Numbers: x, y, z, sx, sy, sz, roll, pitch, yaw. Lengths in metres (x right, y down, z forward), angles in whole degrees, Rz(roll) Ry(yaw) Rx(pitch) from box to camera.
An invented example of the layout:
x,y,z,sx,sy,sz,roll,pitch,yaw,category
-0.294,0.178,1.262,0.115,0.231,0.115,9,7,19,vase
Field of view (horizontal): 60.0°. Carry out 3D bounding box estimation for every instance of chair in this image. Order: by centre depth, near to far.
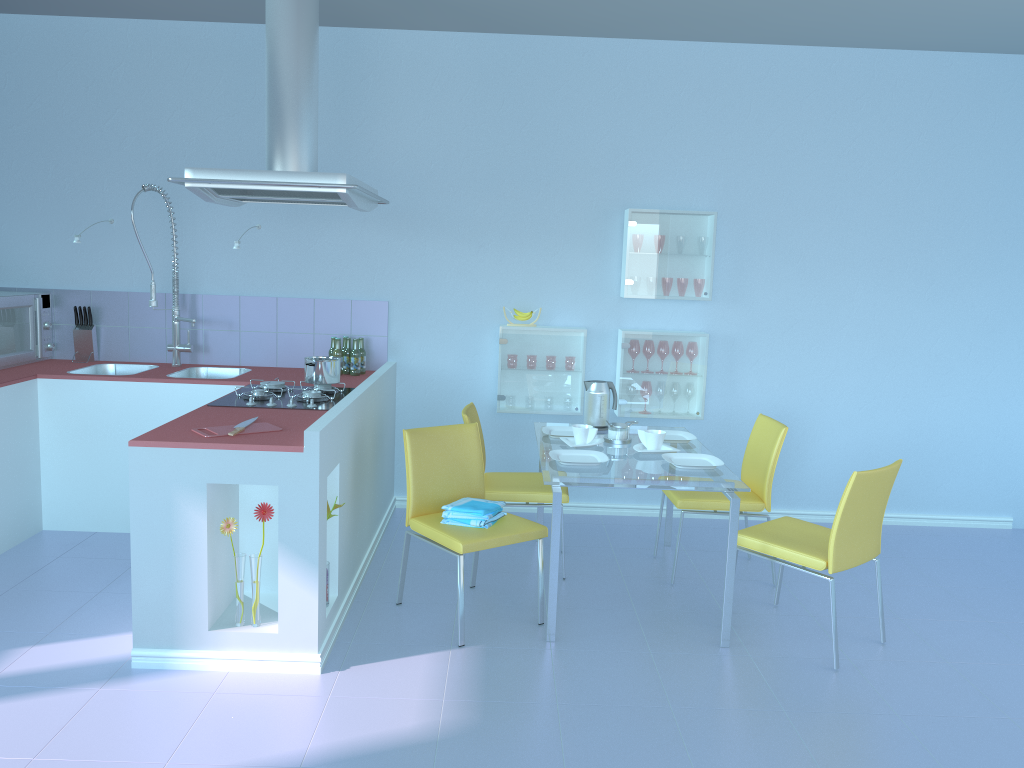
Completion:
x,y,z,sx,sy,sz,roll,pitch,yaw,category
1.117,0.598,3.281,0.387,0.695,0.484,-5,11,-42,chair
-0.163,0.537,3.379,0.387,0.695,0.484,-4,10,-37,chair
0.931,0.497,3.967,0.484,0.695,0.387,2,8,-3,chair
0.009,0.461,3.982,0.484,0.695,0.387,2,8,2,chair

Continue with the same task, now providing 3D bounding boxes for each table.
x,y,z,sx,sy,sz,roll,pitch,yaw,category
0.462,0.569,3.741,0.730,0.590,1.173,2,8,-1,table

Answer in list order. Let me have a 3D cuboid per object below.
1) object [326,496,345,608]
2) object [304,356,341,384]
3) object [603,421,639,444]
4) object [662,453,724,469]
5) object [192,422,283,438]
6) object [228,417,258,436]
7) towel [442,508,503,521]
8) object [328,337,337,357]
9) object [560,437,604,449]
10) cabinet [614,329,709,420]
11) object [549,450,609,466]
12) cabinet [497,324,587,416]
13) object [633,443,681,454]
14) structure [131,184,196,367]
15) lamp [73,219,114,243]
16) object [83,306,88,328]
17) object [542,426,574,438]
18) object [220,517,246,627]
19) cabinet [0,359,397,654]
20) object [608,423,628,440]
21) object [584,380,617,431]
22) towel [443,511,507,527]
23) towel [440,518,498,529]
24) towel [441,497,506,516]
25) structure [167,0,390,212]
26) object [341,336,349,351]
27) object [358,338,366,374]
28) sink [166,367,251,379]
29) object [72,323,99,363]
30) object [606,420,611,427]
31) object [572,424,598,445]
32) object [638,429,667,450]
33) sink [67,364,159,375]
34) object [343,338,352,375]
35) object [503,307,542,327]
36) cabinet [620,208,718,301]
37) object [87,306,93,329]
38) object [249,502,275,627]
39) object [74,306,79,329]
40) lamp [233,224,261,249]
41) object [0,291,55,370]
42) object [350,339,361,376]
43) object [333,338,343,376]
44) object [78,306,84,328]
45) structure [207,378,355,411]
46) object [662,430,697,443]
x,y,z,sx,sy,sz,roll,pitch,yaw,category
-0.670,0.570,3.083,0.067,0.423,0.229,7,9,30,object
-0.832,-0.061,3.893,0.157,0.106,0.170,0,8,-17,object
0.484,0.211,3.876,0.166,0.081,0.123,1,8,-9,object
0.707,0.305,3.477,0.228,0.020,0.228,2,8,-4,object
-0.931,0.155,3.008,0.269,0.006,0.151,-4,10,-38,object
-0.929,0.141,3.063,0.041,0.009,0.375,2,8,-4,object
-0.146,0.480,3.362,0.195,0.027,0.192,5,8,20,towel
-0.913,-0.148,4.540,0.052,0.190,0.052,-3,10,-35,object
0.311,0.253,3.752,0.190,0.020,0.194,1,8,-10,object
0.784,-0.052,4.668,0.450,0.450,0.173,2,8,-1,cabinet
0.260,0.290,3.463,0.228,0.020,0.228,2,8,-4,object
0.153,-0.075,4.661,0.450,0.450,0.173,2,8,-1,cabinet
0.576,0.271,3.697,0.190,0.020,0.194,-1,8,-19,object
-1.729,-0.539,4.480,0.308,0.920,0.178,2,8,-2,structure
-2.092,-0.770,4.440,0.037,0.134,0.400,2,8,-1,lamp
-2.232,-0.275,4.642,0.019,0.265,0.038,3,8,9,object
0.249,0.220,3.972,0.228,0.020,0.228,2,8,1,object
-0.913,0.615,2.902,0.085,0.365,0.050,2,8,-3,object
-1.725,0.384,3.723,2.200,0.800,2.139,2,8,-1,cabinet
0.462,0.211,3.873,0.087,0.071,0.090,-3,10,-35,object
0.405,0.097,4.168,0.132,0.222,0.146,9,10,41,object
-0.143,0.496,3.364,0.195,0.024,0.201,6,9,24,towel
-0.149,0.509,3.364,0.195,0.024,0.201,5,8,19,towel
-0.145,0.464,3.364,0.195,0.033,0.190,6,9,25,towel
-0.889,-1.202,3.576,0.695,0.962,0.895,2,8,-1,structure
-0.861,-0.152,4.589,0.052,0.190,0.052,-3,10,-35,object
-0.778,-0.144,4.563,0.052,0.187,0.052,5,8,18,object
-1.504,0.028,4.426,0.326,0.172,0.428,2,8,-1,sink
-2.242,-0.217,4.644,0.100,0.200,0.109,2,8,-1,object
0.437,0.195,3.853,0.077,0.079,0.023,-3,10,-35,object
0.299,0.221,3.743,0.091,0.083,0.111,0,8,-19,object
0.590,0.238,3.699,0.091,0.083,0.111,-2,9,-28,object
-1.978,0.011,4.421,0.326,0.172,0.428,2,8,-1,sink
-0.838,-0.142,4.534,0.052,0.187,0.052,5,8,18,object
0.053,-0.351,4.633,0.203,0.100,0.077,1,8,-8,object
0.807,-0.666,4.584,0.450,0.450,0.173,2,8,-1,cabinet
-2.208,-0.274,4.642,0.019,0.265,0.037,3,8,9,object
-0.821,0.590,2.885,0.090,0.427,0.054,7,9,31,object
-2.277,-0.276,4.641,0.019,0.265,0.037,1,8,-10,object
-1.326,-0.742,4.449,0.037,0.134,0.400,2,8,-1,lamp
-2.596,-0.271,4.385,0.367,0.350,0.611,2,8,-1,object
-0.793,-0.135,4.496,0.052,0.187,0.052,5,8,18,object
-0.881,-0.139,4.484,0.052,0.190,0.052,-3,10,-35,object
-2.255,-0.275,4.641,0.019,0.265,0.038,3,8,9,object
-0.942,0.032,3.746,0.500,0.047,0.600,2,8,-1,structure
0.704,0.237,3.970,0.228,0.020,0.228,2,8,-4,object
